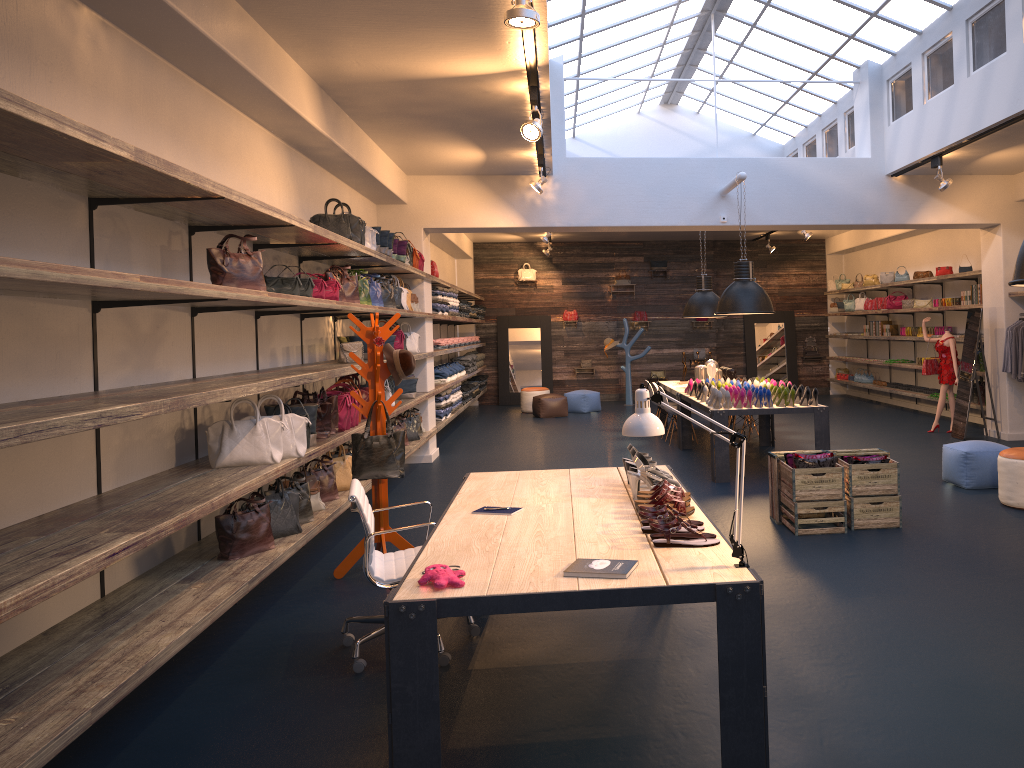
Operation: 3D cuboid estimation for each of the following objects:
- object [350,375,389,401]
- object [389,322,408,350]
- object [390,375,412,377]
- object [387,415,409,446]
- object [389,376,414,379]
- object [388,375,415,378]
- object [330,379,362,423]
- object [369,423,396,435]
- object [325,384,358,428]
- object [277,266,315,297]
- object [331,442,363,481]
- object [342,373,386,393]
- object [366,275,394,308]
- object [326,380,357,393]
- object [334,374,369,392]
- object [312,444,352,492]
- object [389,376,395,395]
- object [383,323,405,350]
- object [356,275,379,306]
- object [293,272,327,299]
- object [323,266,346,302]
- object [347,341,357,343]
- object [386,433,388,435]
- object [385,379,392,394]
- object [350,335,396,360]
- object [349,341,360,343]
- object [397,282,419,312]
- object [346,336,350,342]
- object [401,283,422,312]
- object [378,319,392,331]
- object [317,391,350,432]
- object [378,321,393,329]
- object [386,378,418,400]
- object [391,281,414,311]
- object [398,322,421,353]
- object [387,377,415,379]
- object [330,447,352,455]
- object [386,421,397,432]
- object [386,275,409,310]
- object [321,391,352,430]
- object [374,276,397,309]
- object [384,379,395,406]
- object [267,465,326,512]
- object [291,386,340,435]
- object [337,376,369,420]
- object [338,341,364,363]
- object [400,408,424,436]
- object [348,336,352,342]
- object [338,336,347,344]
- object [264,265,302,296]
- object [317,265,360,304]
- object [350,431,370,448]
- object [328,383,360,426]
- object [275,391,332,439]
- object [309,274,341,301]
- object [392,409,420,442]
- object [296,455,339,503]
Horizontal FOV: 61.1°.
[{"bbox_3d":[-1.374,0.068,8.117,0.440,0.386,0.186,-2,1,-11],"label":"object"},{"bbox_3d":[-1.366,-0.532,10.070,0.178,0.386,0.458,-1,2,34],"label":"object"},{"bbox_3d":[-1.385,0.018,10.246,0.448,0.235,0.165,-3,2,-28],"label":"object"},{"bbox_3d":[-1.229,0.503,9.262,0.200,0.339,0.406,-1,2,37],"label":"object"},{"bbox_3d":[-1.327,0.039,9.892,0.448,0.235,0.165,-3,2,-28],"label":"object"},{"bbox_3d":[-1.333,0.027,10.080,0.444,0.235,0.166,-2,2,-24],"label":"object"},{"bbox_3d":[-1.379,0.148,7.110,0.268,0.362,0.200,-2,1,-40],"label":"object"},{"bbox_3d":[-1.249,0.550,8.520,0.199,0.339,0.407,-1,2,40],"label":"object"},{"bbox_3d":[-1.349,0.178,6.744,0.230,0.342,0.289,-1,1,30],"label":"object"},{"bbox_3d":[-1.586,-0.721,6.294,0.311,0.276,0.128,-2,1,-20],"label":"object"},{"bbox_3d":[-1.325,0.638,7.106,0.199,0.339,0.407,-1,2,40],"label":"object"},{"bbox_3d":[-1.364,0.081,7.896,0.431,0.386,0.190,-1,1,-4],"label":"object"},{"bbox_3d":[-1.305,-0.891,8.420,0.407,0.339,0.199,-3,2,-36],"label":"object"},{"bbox_3d":[-1.385,0.155,6.997,0.268,0.362,0.200,-2,1,-40],"label":"object"},{"bbox_3d":[-1.388,0.098,7.617,0.434,0.386,0.189,-1,1,-6],"label":"object"},{"bbox_3d":[-1.362,0.634,6.714,0.178,0.386,0.459,-1,2,37],"label":"object"},{"bbox_3d":[-1.343,0.034,9.211,0.100,0.329,0.256,-1,1,45],"label":"object"},{"bbox_3d":[-1.304,-0.481,9.370,0.206,0.362,0.261,-1,1,25],"label":"object"},{"bbox_3d":[-1.363,-0.843,7.918,0.175,0.305,0.400,-1,2,30],"label":"object"},{"bbox_3d":[-1.529,-0.715,6.447,0.205,0.243,0.263,-1,2,27],"label":"object"},{"bbox_3d":[-1.419,-0.779,6.886,0.196,0.305,0.360,-1,2,-10],"label":"object"},{"bbox_3d":[-1.450,-0.298,7.804,0.099,0.175,0.283,-1,2,22],"label":"object"},{"bbox_3d":[-1.283,0.542,8.196,0.178,0.386,0.459,-1,2,37],"label":"object"},{"bbox_3d":[-1.348,0.044,9.048,0.100,0.329,0.256,-1,1,45],"label":"object"},{"bbox_3d":[-1.300,-0.341,8.155,0.442,0.232,0.167,-2,1,-21],"label":"object"},{"bbox_3d":[-1.395,-0.282,7.520,0.099,0.175,0.281,-1,2,20],"label":"object"},{"bbox_3d":[-1.290,-1.012,10.168,0.164,0.367,0.415,-1,2,41],"label":"object"},{"bbox_3d":[-1.404,-0.356,8.478,0.447,0.235,0.165,-3,2,-27],"label":"object"},{"bbox_3d":[-1.277,-1.027,10.420,0.164,0.367,0.415,-1,2,41],"label":"object"},{"bbox_3d":[-1.419,-0.518,9.623,0.317,0.410,0.125,-2,1,-32],"label":"object"},{"bbox_3d":[-1.353,0.211,6.504,0.258,0.300,0.344,-1,2,28],"label":"object"},{"bbox_3d":[-1.380,-0.498,9.485,0.216,0.385,0.265,-1,1,21],"label":"object"},{"bbox_3d":[-1.240,0.055,9.546,0.443,0.232,0.167,-2,1,-22],"label":"object"},{"bbox_3d":[-1.305,-0.994,9.890,0.164,0.367,0.415,-1,2,41],"label":"object"},{"bbox_3d":[-1.278,-0.553,10.387,0.177,0.386,0.462,-1,2,43],"label":"object"},{"bbox_3d":[-1.291,0.046,9.713,0.449,0.232,0.165,-3,2,-30],"label":"object"},{"bbox_3d":[-1.390,0.606,7.431,0.164,0.367,0.415,-1,2,41],"label":"object"},{"bbox_3d":[-1.312,0.516,8.882,0.164,0.367,0.415,-1,2,41],"label":"object"},{"bbox_3d":[-1.273,-0.972,9.264,0.178,0.386,0.459,-1,2,37],"label":"object"},{"bbox_3d":[-1.377,0.210,6.605,0.274,0.298,0.230,-2,2,-36],"label":"object"},{"bbox_3d":[-1.288,-0.907,8.668,0.199,0.339,0.407,-1,2,40],"label":"object"},{"bbox_3d":[-1.297,0.070,8.730,0.167,0.309,0.314,-2,2,-32],"label":"object"},{"bbox_3d":[-1.472,0.701,5.895,0.164,0.367,0.415,-1,2,41],"label":"object"},{"bbox_3d":[-1.424,0.194,6.308,0.348,0.356,0.160,-1,1,-5],"label":"object"},{"bbox_3d":[-1.397,0.120,7.400,0.441,0.386,0.185,-2,1,-12],"label":"object"},{"bbox_3d":[-1.341,-0.265,7.231,0.097,0.175,0.288,-1,2,31],"label":"object"},{"bbox_3d":[-1.165,0.452,10.092,0.199,0.339,0.407,-1,2,40],"label":"object"},{"bbox_3d":[-1.350,-0.350,8.309,0.449,0.232,0.165,-3,2,-29],"label":"object"},{"bbox_3d":[-1.511,-0.362,8.620,0.444,0.235,0.167,-2,1,-23],"label":"object"},{"bbox_3d":[-1.645,-0.711,6.156,0.311,0.276,0.128,-2,1,-20],"label":"object"},{"bbox_3d":[-1.396,-0.809,7.091,0.408,0.339,0.199,-3,2,-37],"label":"object"},{"bbox_3d":[-1.306,0.593,7.816,0.200,0.339,0.406,-1,2,37],"label":"object"},{"bbox_3d":[-1.343,0.171,6.856,0.230,0.342,0.289,-1,1,30],"label":"object"},{"bbox_3d":[-1.451,0.213,6.116,0.374,0.339,0.218,-1,1,3],"label":"object"},{"bbox_3d":[-1.456,-0.727,6.616,0.206,0.243,0.261,-1,2,24],"label":"object"},{"bbox_3d":[-1.195,0.448,9.699,0.178,0.386,0.458,-1,2,34],"label":"object"},{"bbox_3d":[-1.388,0.689,6.275,0.200,0.339,0.406,-1,2,37],"label":"object"}]
